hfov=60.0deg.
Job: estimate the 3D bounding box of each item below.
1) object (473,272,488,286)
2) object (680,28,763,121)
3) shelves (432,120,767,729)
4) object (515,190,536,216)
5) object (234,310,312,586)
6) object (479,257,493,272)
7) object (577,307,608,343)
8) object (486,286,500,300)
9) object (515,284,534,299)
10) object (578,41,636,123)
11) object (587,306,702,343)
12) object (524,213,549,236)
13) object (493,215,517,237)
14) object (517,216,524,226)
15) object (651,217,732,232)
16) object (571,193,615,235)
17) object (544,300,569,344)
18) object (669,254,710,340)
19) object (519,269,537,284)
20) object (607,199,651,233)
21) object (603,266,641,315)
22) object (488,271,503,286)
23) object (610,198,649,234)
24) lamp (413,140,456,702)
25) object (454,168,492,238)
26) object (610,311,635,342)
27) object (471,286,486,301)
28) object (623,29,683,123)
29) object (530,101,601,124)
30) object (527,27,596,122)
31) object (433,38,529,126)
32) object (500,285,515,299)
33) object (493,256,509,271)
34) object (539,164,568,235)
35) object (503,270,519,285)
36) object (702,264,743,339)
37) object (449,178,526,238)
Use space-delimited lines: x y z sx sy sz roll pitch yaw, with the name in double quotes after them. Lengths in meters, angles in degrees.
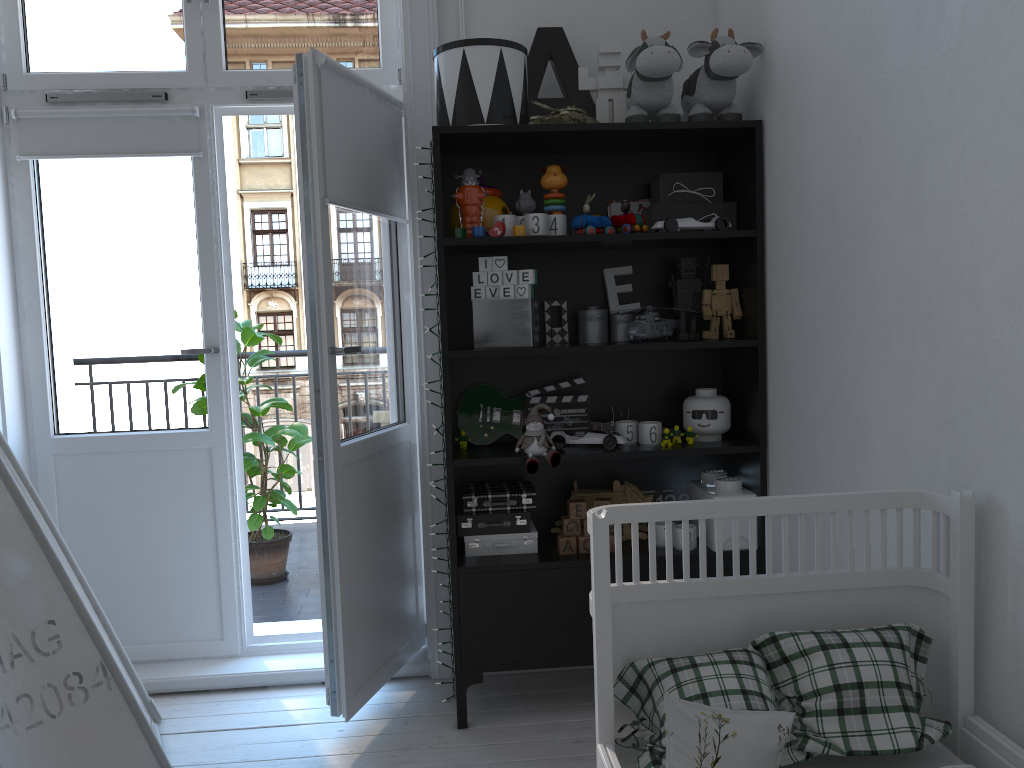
-0.088 -0.296 2.509 0.040 0.040 0.040 -2 4 5 "object"
0.546 -0.854 2.541 0.211 0.253 0.386 -4 5 -21 "object"
0.255 0.113 2.646 0.911 1.678 0.353 -2 5 -4 "shelves"
0.042 -0.501 2.657 0.063 0.160 0.063 -4 5 -26 "object"
-1.188 0.266 3.960 0.720 1.226 0.489 -2 5 6 "object"
-0.073 -0.337 2.503 0.040 0.040 0.040 -2 4 0 "object"
0.249 -0.182 2.721 0.095 0.111 0.095 -2 4 0 "object"
-0.053 -0.258 2.514 0.040 0.040 0.040 -2 4 0 "object"
0.035 -0.259 2.490 0.040 0.040 0.040 0 5 25 "object"
0.296 -0.877 2.680 0.190 0.291 0.065 -2 5 1 "object"
0.409 -0.178 2.618 0.368 0.106 0.349 -2 4 -3 "object"
0.069 -0.444 2.501 0.067 0.067 0.067 -2 4 -4 "object"
-0.019 -0.442 2.509 0.067 0.067 0.067 -2 4 -4 "object"
0.030 -0.447 2.557 0.067 0.067 0.067 -5 5 -30 "object"
0.510 -0.452 2.528 0.230 0.048 0.098 -3 4 -14 "object"
0.233 -0.483 2.551 0.121 0.126 0.087 -4 5 -27 "object"
0.137 -0.192 2.746 0.070 0.135 0.028 -2 5 -5 "object"
0.536 -0.263 2.673 0.117 0.259 0.081 -2 5 -4 "object"
0.045 -0.299 2.485 0.040 0.040 0.040 0 5 20 "object"
0.473 -0.513 2.767 0.347 0.132 0.037 -2 5 -4 "object"
0.342 -0.292 2.763 0.107 0.151 0.055 -2 5 -4 "object"
-0.044 -0.297 2.501 0.040 0.040 0.040 -1 5 15 "object"
0.339 -0.490 2.601 0.087 0.112 0.122 -5 5 -34 "object"
0.224 0.106 2.707 0.985 1.685 0.095 -3 5 -7 "lamp"
-0.109 -0.506 2.498 0.105 0.203 0.072 -2 5 3 "object"
0.354 -0.172 2.646 0.078 0.091 0.246 -3 4 -10 "object"
-0.092 -0.256 2.514 0.040 0.040 0.040 -1 5 10 "object"
0.395 -0.847 2.525 0.154 0.253 0.370 -2 4 4 "object"
0.141 -0.765 2.523 0.121 0.100 0.338 1 5 30 "object"
0.120 -0.899 2.695 0.343 0.344 0.057 -2 5 -4 "object"
-0.063 -0.844 2.610 0.272 0.259 0.394 0 5 24 "object"
-0.011 -0.258 2.499 0.040 0.040 0.040 -1 5 10 "object"
-0.032 -0.338 2.495 0.040 0.040 0.040 -2 4 5 "object"
0.122 -0.522 2.539 0.077 0.213 0.077 1 5 29 "object"
0.001 -0.298 2.493 0.040 0.040 0.040 0 5 25 "object"
0.617 -0.242 2.618 0.114 0.221 0.052 -2 5 -5 "object"
-0.081 -0.508 2.571 0.197 0.197 0.318 -3 4 -8 "object"
